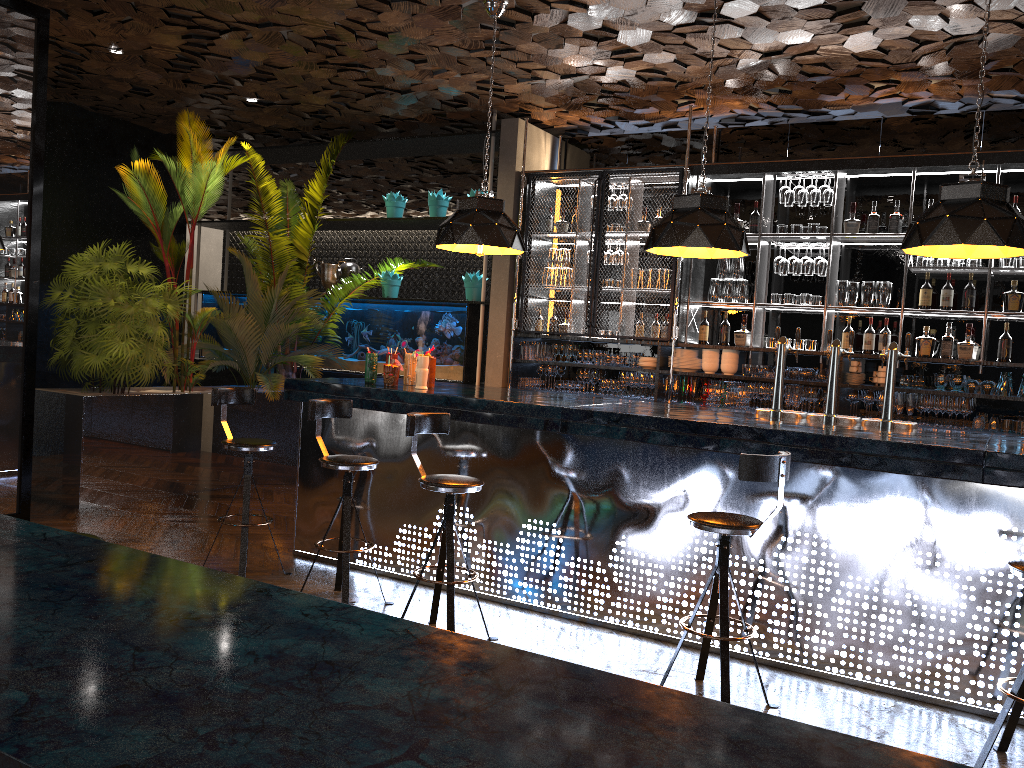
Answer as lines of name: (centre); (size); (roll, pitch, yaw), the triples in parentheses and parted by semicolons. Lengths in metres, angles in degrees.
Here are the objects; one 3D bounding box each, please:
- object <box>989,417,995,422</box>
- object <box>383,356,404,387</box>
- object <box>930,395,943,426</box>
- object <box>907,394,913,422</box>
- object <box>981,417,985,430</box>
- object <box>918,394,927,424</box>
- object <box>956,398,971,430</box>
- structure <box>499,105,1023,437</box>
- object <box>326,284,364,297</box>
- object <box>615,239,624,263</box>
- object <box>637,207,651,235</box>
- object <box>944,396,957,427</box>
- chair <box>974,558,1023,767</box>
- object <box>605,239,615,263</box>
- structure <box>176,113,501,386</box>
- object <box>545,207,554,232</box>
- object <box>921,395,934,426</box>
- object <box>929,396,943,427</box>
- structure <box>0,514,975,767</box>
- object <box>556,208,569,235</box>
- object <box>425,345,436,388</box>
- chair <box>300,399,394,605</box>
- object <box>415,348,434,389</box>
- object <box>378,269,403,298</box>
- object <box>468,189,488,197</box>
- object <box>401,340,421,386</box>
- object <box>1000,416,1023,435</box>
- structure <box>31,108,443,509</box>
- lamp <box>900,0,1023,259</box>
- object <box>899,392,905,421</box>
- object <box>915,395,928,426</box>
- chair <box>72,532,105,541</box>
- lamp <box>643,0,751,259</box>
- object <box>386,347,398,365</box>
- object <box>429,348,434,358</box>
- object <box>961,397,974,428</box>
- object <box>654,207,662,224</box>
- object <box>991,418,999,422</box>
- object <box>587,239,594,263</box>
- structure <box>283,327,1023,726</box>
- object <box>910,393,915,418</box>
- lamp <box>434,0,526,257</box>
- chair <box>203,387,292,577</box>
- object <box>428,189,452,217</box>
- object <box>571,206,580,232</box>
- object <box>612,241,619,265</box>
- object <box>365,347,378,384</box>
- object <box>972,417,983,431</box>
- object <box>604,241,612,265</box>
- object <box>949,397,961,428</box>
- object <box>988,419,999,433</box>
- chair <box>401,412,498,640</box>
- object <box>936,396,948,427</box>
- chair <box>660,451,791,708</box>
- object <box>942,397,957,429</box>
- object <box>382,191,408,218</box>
object: (3.600, 0.300, 6.625); (0.067, 0.099, 0.067); (4, 3, 1)
object: (-0.754, -0.082, 5.627); (0.110, 0.191, 0.131); (6, 4, 41)
object: (3.286, 0.203, 6.837); (0.091, 0.229, 0.091); (3, 3, -8)
object: (3.004, 0.190, 6.708); (0.049, 0.231, 0.049); (5, 3, 25)
object: (3.471, 0.293, 6.575); (0.067, 0.100, 0.067); (5, 3, 22)
object: (3.206, 0.196, 6.882); (0.091, 0.229, 0.091); (2, 3, -25)
object: (3.338, 0.221, 6.543); (0.091, 0.229, 0.091); (4, 3, 2)
structure: (2.956, -0.411, 6.746); (6.750, 3.553, 1.143); (5, 3, 29)
object: (-1.819, -1.008, 9.650); (0.320, 0.135, 0.250); (5, 3, 30)
object: (0.967, -1.196, 7.990); (0.081, 0.213, 0.081); (6, 3, 35)
object: (1.185, -1.460, 7.957); (0.108, 0.244, 0.108); (5, 3, 18)
object: (3.369, 0.211, 6.788); (0.091, 0.229, 0.091); (4, 3, -2)
chair: (1.997, 0.920, 3.222); (0.476, 1.108, 0.419); (6, 4, 44)
object: (0.889, -1.203, 8.035); (0.081, 0.213, 0.081); (6, 3, 35)
structure: (-1.890, -0.957, 9.704); (4.269, 3.734, 0.705); (5, 3, 29)
object: (0.359, -1.553, 8.455); (0.075, 0.260, 0.075); (3, 3, -12)
object: (3.181, 0.200, 6.766); (0.091, 0.229, 0.091); (1, 4, -40)
object: (3.177, 0.206, 6.638); (0.091, 0.229, 0.091); (3, 3, -13)
structure: (-0.751, 0.877, 1.486); (4.941, 0.998, 0.673); (5, 3, 29)
object: (0.474, -1.531, 8.345); (0.108, 0.244, 0.108); (5, 3, 18)
object: (-0.532, -0.112, 5.663); (0.091, 0.277, 0.080); (2, 3, -28)
chair: (-0.925, 0.653, 4.845); (0.476, 1.108, 0.419); (5, 3, 29)
object: (-0.550, -0.100, 5.526); (0.099, 0.264, 0.081); (1, 4, -40)
object: (-1.272, -1.045, 9.261); (0.265, 0.325, 0.245); (3, 3, -6)
object: (-0.316, -1.765, 8.711); (0.265, 0.325, 0.245); (5, 3, 23)
object: (-0.673, -0.140, 5.843); (0.105, 0.298, 0.116); (2, 3, -29)
object: (3.730, 0.299, 6.426); (0.356, 0.134, 0.206); (6, 3, 37)
structure: (-2.578, -0.868, 8.700); (1.873, 3.561, 4.073); (5, 3, 31)
lamp: (2.266, -1.422, 4.292); (0.582, 1.564, 0.607); (5, 3, 29)
object: (3.036, 0.182, 6.912); (0.049, 0.231, 0.049); (5, 3, 19)
object: (3.085, 0.198, 6.685); (0.091, 0.229, 0.091); (4, 3, 16)
chair: (-1.421, 0.871, 2.684); (0.419, 0.813, 0.419); (5, 3, 24)
lamp: (1.115, -1.535, 5.081); (0.582, 1.564, 0.607); (5, 3, 29)
object: (-0.790, -0.121, 5.816); (0.078, 0.246, 0.084); (5, 3, 28)
object: (-0.551, -0.109, 5.805); (0.080, 0.254, 0.091); (5, 3, 32)
object: (3.458, 0.219, 6.741); (0.091, 0.229, 0.091); (5, 3, 27)
object: (1.304, -1.451, 7.888); (0.073, 0.246, 0.072); (4, 3, 15)
object: (3.555, 0.301, 6.539); (0.067, 0.099, 0.067); (4, 3, 1)
object: (0.730, -1.218, 8.125); (0.081, 0.213, 0.081); (6, 3, 35)
structure: (1.413, 0.518, 4.784); (6.009, 1.685, 1.214); (5, 3, 29)
object: (3.094, 0.188, 6.874); (0.049, 0.231, 0.049); (5, 3, 32)
lamp: (-0.157, -1.619, 5.658); (0.582, 1.606, 0.607); (5, 3, 29)
chair: (-1.604, 0.587, 5.305); (0.476, 1.108, 0.419); (5, 3, 29)
object: (-0.734, -1.803, 8.952); (0.244, 0.325, 0.255); (2, 3, -34)
object: (0.600, -1.530, 8.291); (0.075, 0.261, 0.075); (3, 3, -12)
object: (0.960, -1.205, 8.160); (0.081, 0.213, 0.081); (6, 3, 35)
object: (-0.909, -0.119, 5.718); (0.084, 0.237, 0.086); (1, 4, -41)
object: (3.404, 0.293, 6.484); (0.067, 0.100, 0.067); (5, 3, 22)
object: (0.885, -1.212, 8.203); (0.081, 0.213, 0.081); (6, 3, 35)
object: (3.345, 0.215, 6.670); (0.091, 0.229, 0.091); (5, 3, 23)
object: (3.493, 0.302, 6.431); (0.067, 0.099, 0.067); (4, 3, 1)
chair: (-0.338, 0.713, 4.375); (0.476, 1.108, 0.419); (5, 3, 29)
object: (3.264, 0.208, 6.719); (0.091, 0.229, 0.091); (2, 3, -29)
chair: (0.918, 0.823, 3.778); (0.476, 1.108, 0.419); (6, 4, 44)
object: (3.256, 0.213, 6.592); (0.091, 0.229, 0.091); (2, 3, -33)
object: (-1.220, -1.848, 9.223); (0.265, 0.325, 0.245); (3, 3, -6)
